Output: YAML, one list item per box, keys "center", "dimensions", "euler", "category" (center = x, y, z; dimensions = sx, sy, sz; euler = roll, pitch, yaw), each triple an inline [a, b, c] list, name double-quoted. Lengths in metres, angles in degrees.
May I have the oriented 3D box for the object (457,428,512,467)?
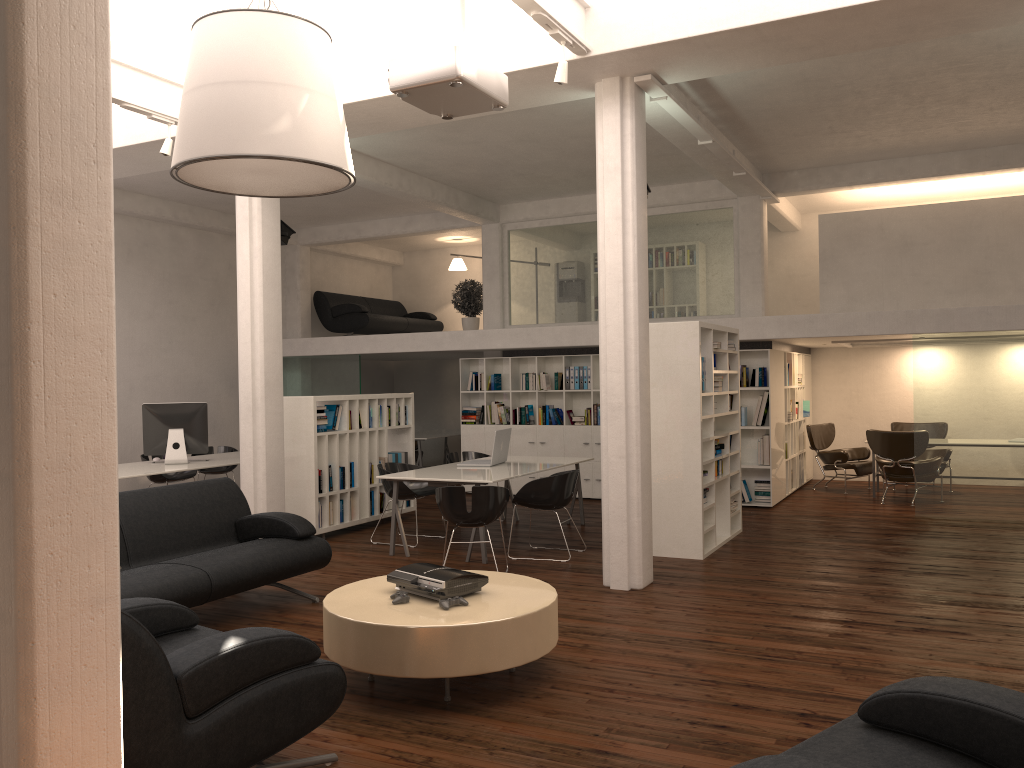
- center: [-0.365, 0.843, 11.928]
  dimensions: [0.557, 0.470, 0.702]
  euler: [-1, 0, 17]
  category: "object"

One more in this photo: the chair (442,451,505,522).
- center: [-0.607, 1.525, 13.131]
  dimensions: [0.795, 1.004, 0.757]
  euler: [-1, 0, -28]
  category: "chair"

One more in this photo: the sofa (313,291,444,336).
- center: [-2.968, -1.478, 20.229]
  dimensions: [1.467, 1.119, 3.087]
  euler: [-1, 0, 27]
  category: "sofa"

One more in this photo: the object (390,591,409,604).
- center: [-0.761, 1.440, 6.012]
  dimensions: [0.119, 0.062, 0.193]
  euler: [-1, 0, -12]
  category: "object"

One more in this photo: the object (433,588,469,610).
- center: [-0.427, 1.416, 5.881]
  dimensions: [0.193, 0.099, 0.231]
  euler: [-1, 0, -40]
  category: "object"

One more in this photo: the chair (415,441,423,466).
- center: [-2.619, 1.450, 20.063]
  dimensions: [0.991, 1.183, 0.994]
  euler: [-1, 0, 27]
  category: "chair"

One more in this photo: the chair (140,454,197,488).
- center: [-5.467, 1.605, 14.032]
  dimensions: [0.757, 1.004, 0.795]
  euler: [-1, 0, 27]
  category: "chair"

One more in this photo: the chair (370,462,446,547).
- center: [-1.362, 1.541, 11.547]
  dimensions: [0.757, 1.004, 0.795]
  euler: [-1, 0, 27]
  category: "chair"

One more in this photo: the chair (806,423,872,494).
- center: [5.916, 1.315, 16.020]
  dimensions: [0.994, 1.183, 0.991]
  euler: [-1, 0, -43]
  category: "chair"

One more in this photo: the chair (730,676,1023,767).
- center: [1.481, 1.445, 2.972]
  dimensions: [1.454, 1.130, 1.481]
  euler: [-1, 0, -42]
  category: "chair"

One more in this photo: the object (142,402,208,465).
- center: [-4.872, 0.714, 12.844]
  dimensions: [0.886, 0.888, 0.347]
  euler: [-1, 0, -18]
  category: "object"

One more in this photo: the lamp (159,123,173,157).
- center: [-3.827, -2.698, 9.799]
  dimensions: [0.136, 0.357, 0.117]
  euler: [-1, 0, 20]
  category: "lamp"

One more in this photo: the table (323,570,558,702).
- center: [-0.489, 1.753, 6.196]
  dimensions: [1.616, 0.570, 1.616]
  euler: [-1, 0, 20]
  category: "table"

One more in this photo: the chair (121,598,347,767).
- center: [-1.897, 1.498, 4.633]
  dimensions: [1.454, 1.130, 1.481]
  euler: [-1, 0, 38]
  category: "chair"

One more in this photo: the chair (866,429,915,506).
- center: [6.344, 1.311, 14.311]
  dimensions: [0.994, 1.183, 0.991]
  euler: [-1, 0, 42]
  category: "chair"

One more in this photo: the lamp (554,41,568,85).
- center: [0.427, -2.765, 7.662]
  dimensions: [0.136, 0.357, 0.117]
  euler: [-1, 0, 33]
  category: "lamp"

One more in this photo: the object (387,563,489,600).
- center: [-0.526, 1.384, 6.246]
  dimensions: [0.471, 0.163, 0.558]
  euler: [-1, 0, -43]
  category: "object"

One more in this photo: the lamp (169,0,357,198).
- center: [-1.940, -3.720, 6.849]
  dimensions: [1.386, 4.284, 1.386]
  euler: [-1, 0, 41]
  category: "lamp"

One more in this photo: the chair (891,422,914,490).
- center: [7.350, 1.292, 15.949]
  dimensions: [0.994, 1.183, 0.991]
  euler: [-1, 0, 22]
  category: "chair"

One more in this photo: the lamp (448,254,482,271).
- center: [-0.358, -2.755, 19.630]
  dimensions: [2.635, 0.513, 0.447]
  euler: [-1, 0, 36]
  category: "lamp"

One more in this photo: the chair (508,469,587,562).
- center: [0.424, 1.513, 10.454]
  dimensions: [0.757, 1.004, 0.795]
  euler: [-1, 0, 22]
  category: "chair"

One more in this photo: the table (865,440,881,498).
- center: [7.901, 1.411, 14.479]
  dimensions: [3.900, 0.947, 1.040]
  euler: [-1, 0, 27]
  category: "table"

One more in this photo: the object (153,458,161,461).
- center: [-5.362, 1.136, 13.378]
  dimensions: [0.108, 0.052, 0.194]
  euler: [-1, 0, -17]
  category: "object"

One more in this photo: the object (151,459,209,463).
- center: [-4.947, 1.141, 13.246]
  dimensions: [0.804, 0.032, 0.217]
  euler: [-1, 0, -18]
  category: "object"

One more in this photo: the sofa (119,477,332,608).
- center: [-3.059, 1.518, 7.470]
  dimensions: [1.467, 1.119, 3.087]
  euler: [-1, 0, 27]
  category: "sofa"

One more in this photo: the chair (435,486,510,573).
- center: [-0.422, 1.529, 9.321]
  dimensions: [0.795, 1.004, 0.757]
  euler: [-1, 0, 2]
  category: "chair"

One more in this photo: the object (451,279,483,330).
- center: [-0.813, -1.523, 17.587]
  dimensions: [0.793, 1.127, 0.770]
  euler: [-1, 0, 25]
  category: "object"

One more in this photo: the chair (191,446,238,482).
- center: [-5.109, 1.596, 15.304]
  dimensions: [0.795, 1.004, 0.757]
  euler: [-1, 0, -18]
  category: "chair"
